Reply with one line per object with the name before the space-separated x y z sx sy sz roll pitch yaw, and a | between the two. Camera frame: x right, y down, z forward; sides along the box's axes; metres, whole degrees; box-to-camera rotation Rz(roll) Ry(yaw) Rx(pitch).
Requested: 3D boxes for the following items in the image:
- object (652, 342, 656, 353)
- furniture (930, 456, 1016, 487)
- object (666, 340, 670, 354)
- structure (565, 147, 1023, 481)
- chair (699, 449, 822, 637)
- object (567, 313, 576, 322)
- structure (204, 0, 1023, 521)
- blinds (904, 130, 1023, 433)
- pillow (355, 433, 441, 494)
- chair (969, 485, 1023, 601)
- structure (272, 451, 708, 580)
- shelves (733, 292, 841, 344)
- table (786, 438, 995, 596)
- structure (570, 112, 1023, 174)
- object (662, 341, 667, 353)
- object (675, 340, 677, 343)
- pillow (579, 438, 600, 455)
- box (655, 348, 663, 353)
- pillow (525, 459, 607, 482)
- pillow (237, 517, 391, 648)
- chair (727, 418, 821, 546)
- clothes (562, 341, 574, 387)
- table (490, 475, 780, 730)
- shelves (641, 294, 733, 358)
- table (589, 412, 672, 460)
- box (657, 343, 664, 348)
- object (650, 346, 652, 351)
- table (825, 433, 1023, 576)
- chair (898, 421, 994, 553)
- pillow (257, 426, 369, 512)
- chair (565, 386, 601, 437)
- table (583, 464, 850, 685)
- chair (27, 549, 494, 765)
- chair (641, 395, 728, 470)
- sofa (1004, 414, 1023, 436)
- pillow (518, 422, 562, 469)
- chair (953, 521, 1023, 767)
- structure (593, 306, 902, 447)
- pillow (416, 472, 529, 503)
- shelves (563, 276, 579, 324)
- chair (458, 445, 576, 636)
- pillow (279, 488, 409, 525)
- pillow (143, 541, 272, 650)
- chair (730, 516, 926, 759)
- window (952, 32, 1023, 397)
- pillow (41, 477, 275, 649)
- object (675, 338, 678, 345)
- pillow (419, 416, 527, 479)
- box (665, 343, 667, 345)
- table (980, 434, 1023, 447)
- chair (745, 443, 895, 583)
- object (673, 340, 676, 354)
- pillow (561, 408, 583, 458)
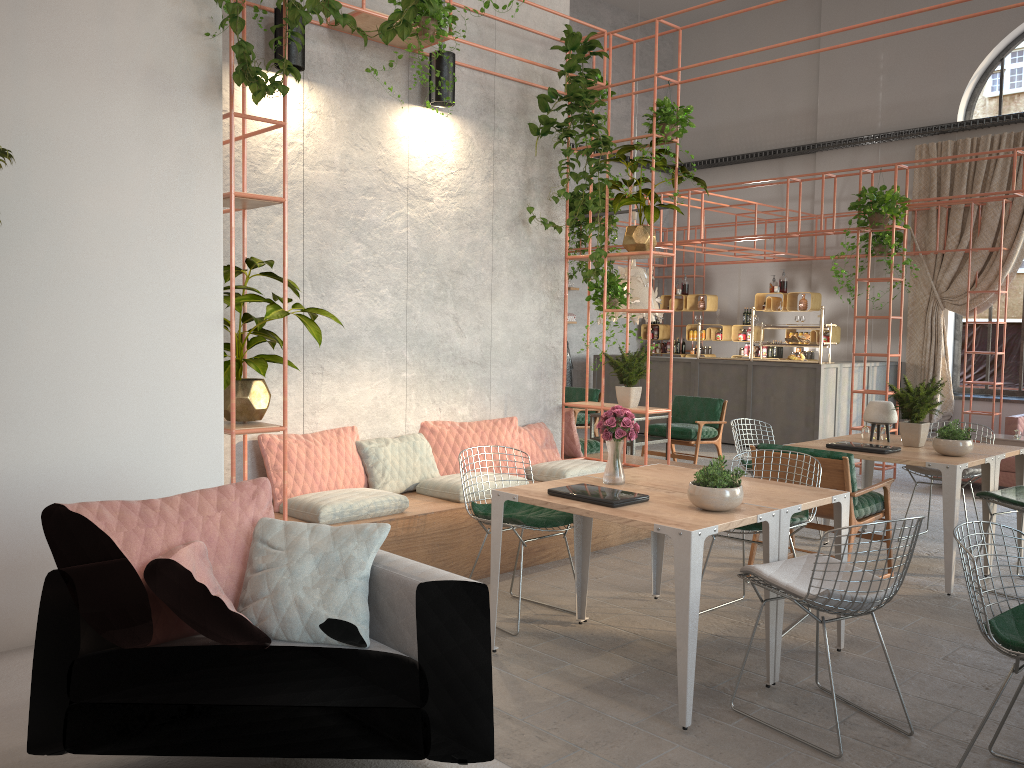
object | 2.580 -0.669 16.151 0.070 0.209 0.070 4 4 36
furniture | 5.242 0.910 9.657 0.941 0.446 0.976 -2 5 -44
object | 2.832 -0.670 15.910 0.072 0.248 0.094 -2 5 -44
structure | 6.235 -0.705 10.166 4.157 4.247 14.689 -2 5 -44
chair | 1.406 0.881 5.106 0.565 0.941 0.717 4 5 43
object | 0.965 -1.125 14.971 0.219 0.149 0.129 -2 5 -44
structure | -0.320 -1.117 6.080 4.501 4.345 14.096 -3 5 -45
blinds | 7.671 -1.276 11.616 0.414 4.389 4.957 -2 5 -42
pillow | -0.785 0.564 6.239 0.289 0.385 0.666 4 5 42
chair | 3.372 0.876 5.691 0.565 0.941 0.717 -1 4 -27
structure | -1.913 0.861 8.215 4.386 0.500 5.831 -2 5 -44
shelves | 4.412 -0.555 14.405 0.328 1.838 1.750 -2 5 -44
table | 2.597 0.876 6.211 0.694 0.830 1.205 -2 5 -44
structure | 2.667 -3.385 6.162 15.603 0.110 15.203 -2 5 -44
object | 2.753 -0.661 15.985 0.073 0.219 0.105 -2 4 -37
object | 2.933 -0.674 16.011 0.072 0.248 0.094 -2 5 -44
pillow | 0.480 0.587 8.444 0.491 0.149 0.637 -2 5 -43
box | 2.663 -0.605 16.070 0.058 0.093 0.122 -2 5 -44
pillow | 0.467 0.683 6.887 0.637 0.149 0.491 -2 5 -43
pillow | -0.675 0.649 2.925 0.495 0.349 0.308 1 4 6
chair | 2.086 0.773 7.027 0.565 0.941 0.717 -2 5 -42
clothes | 0.805 -0.291 14.861 0.366 0.997 0.625 3 4 26
table | 0.553 0.964 4.266 0.694 0.830 1.205 -2 5 -44
shelves | 3.088 -0.661 15.791 0.328 1.838 1.750 -2 5 -44
table | 1.213 0.708 9.124 0.635 0.798 0.602 -2 5 -44
box | 2.692 -0.699 16.094 0.058 0.093 0.122 -1 4 -32
object | 2.528 -0.635 16.223 0.073 0.131 0.073 0 4 -19
table | 3.098 0.854 6.694 0.694 0.830 1.214 -2 5 -44
chair | 3.450 0.793 7.051 0.565 0.941 0.717 4 5 43
pillow | -1.264 0.535 5.808 0.276 0.474 0.839 4 4 37
chair | 0.674 0.514 11.034 0.685 0.930 0.722 -2 5 -44
table | 1.054 0.942 4.749 0.694 0.830 1.214 -2 5 -44
chair | -0.786 0.927 2.724 1.127 0.672 1.052 -2 5 -44
chair | 1.895 0.612 9.755 0.685 0.929 0.722 -2 5 -44
sofa | 6.986 0.783 10.411 1.960 0.672 2.219 -2 5 -43
pillow | 0.144 0.524 7.122 0.289 0.385 0.666 4 5 42
chair | 1.928 1.012 3.106 0.565 0.941 0.717 -2 5 -42
structure | 3.691 -0.193 14.290 2.579 2.022 4.057 -2 5 -44
pillow | -0.269 0.714 6.186 0.637 0.149 0.491 -2 5 -43
shelves | 0.868 -1.406 14.834 0.560 0.790 0.186 -2 5 -43
chair | 0.042 0.861 5.081 0.565 0.941 0.717 -2 5 -42
pillow | -1.028 0.747 5.464 0.637 0.149 0.491 -2 5 -43
pillow | -1.040 0.679 2.654 0.441 0.317 0.479 3 4 28
chair | 1.328 0.963 3.746 0.565 0.941 0.717 -1 4 -27
window | 8.151 -2.521 11.819 0.089 5.538 4.127 -2 5 -44
pillow | -1.137 0.596 2.925 0.836 0.476 0.273 -2 5 -43
object | 2.958 -0.687 15.897 0.074 0.287 0.072 0 4 -12
pillow | -0.306 0.497 6.660 0.839 0.474 0.276 -1 4 -23
box | 2.752 -0.701 16.143 0.058 0.093 0.122 -2 5 -44
table | 6.070 0.870 10.500 0.520 0.455 0.916 -2 5 -44
chair | 2.002 0.853 5.781 0.685 0.917 0.722 -2 5 -44
object | 2.690 -0.541 16.077 0.084 0.529 0.711 -2 5 -41
pillow | 0.251 0.421 8.063 0.839 0.474 0.276 4 4 37
